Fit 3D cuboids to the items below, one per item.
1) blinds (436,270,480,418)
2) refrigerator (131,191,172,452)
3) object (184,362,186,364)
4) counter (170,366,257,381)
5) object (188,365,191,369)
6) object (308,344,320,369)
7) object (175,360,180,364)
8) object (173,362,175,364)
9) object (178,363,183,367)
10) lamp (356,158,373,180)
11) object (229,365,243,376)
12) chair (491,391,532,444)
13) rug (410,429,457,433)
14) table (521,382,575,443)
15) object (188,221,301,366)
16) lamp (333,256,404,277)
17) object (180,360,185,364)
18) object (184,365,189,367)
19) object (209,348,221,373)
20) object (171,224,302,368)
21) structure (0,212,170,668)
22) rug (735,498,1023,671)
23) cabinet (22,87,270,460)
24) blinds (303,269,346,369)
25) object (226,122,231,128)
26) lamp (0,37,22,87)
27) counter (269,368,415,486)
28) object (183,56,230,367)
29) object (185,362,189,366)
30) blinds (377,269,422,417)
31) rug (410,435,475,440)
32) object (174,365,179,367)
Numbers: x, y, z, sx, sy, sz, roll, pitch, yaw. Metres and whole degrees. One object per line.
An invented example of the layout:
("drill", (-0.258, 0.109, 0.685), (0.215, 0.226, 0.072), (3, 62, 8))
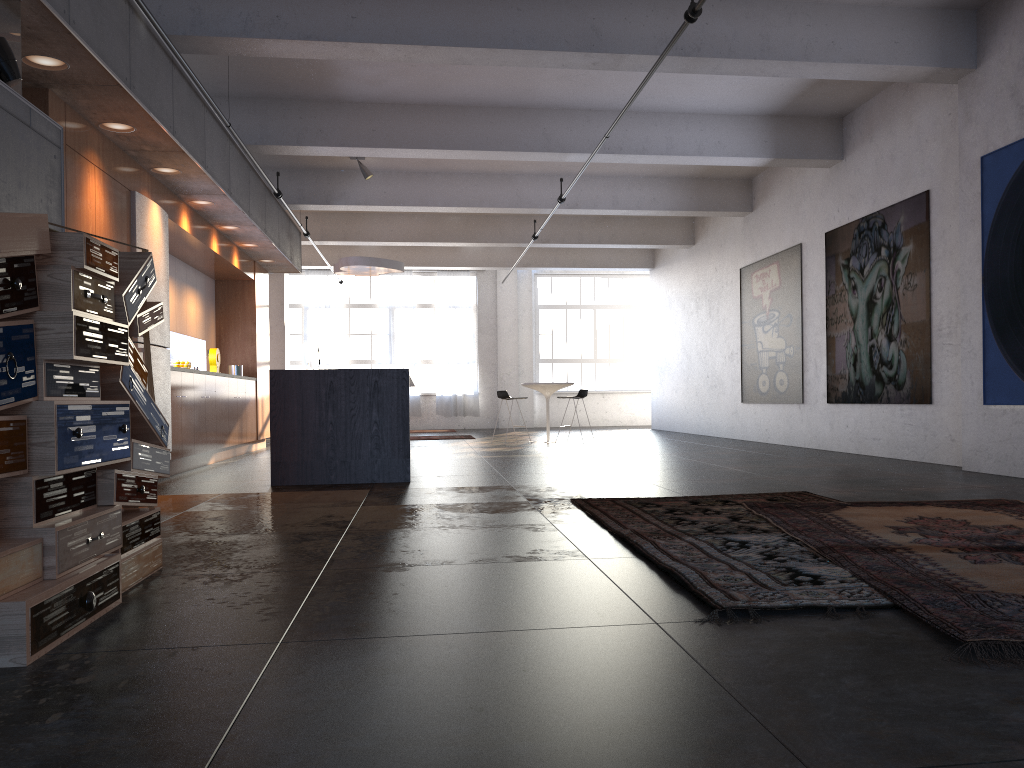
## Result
("blinds", (-1.320, -1.079, 21.096), (1.036, 3.751, 0.340), (-1, 0, -10))
("refrigerator", (-3.188, -0.478, 7.704), (0.221, 2.191, 0.949), (-1, 0, -9))
("object", (-3.850, -0.244, 10.419), (0.063, 0.051, 0.052), (-1, 0, -15))
("counter", (-4.212, -0.098, 10.296), (1.616, 0.039, 4.437), (-1, -1, -6))
("object", (-4.651, -1.374, 4.571), (0.061, 2.210, 11.873), (-1, -1, 8))
("object", (-4.209, 0.126, 18.670), (1.186, 1.919, 1.050), (-1, 0, -7))
("object", (-3.881, -0.248, 10.286), (0.058, 0.060, 0.051), (-1, 0, 28))
("object", (-3.926, -0.233, 10.333), (0.062, 0.053, 0.052), (-1, -1, 41))
("object", (-3.082, -1.346, 7.674), (0.057, 2.190, 5.569), (-1, -1, -17))
("lamp", (-1.959, -2.868, 11.816), (0.225, 0.287, 0.130), (-1, 0, -24))
("object", (-3.839, -0.172, 12.314), (0.186, 0.170, 0.194), (-1, -1, 42))
("chair", (-0.013, 0.550, 13.776), (0.514, 0.895, 0.455), (-1, 0, -30))
("rug", (-2.831, 1.075, 19.855), (3.148, 0.009, 1.804), (-1, -1, -8))
("table", (0.575, 0.459, 14.184), (0.833, 0.951, 0.824), (-1, 0, -7))
("object", (-3.802, -0.242, 10.398), (0.057, 0.060, 0.053), (-1, 0, 16))
("lamp", (-2.266, -1.764, 13.365), (1.057, 0.130, 1.029), (-2, -1, 39))
("object", (-2.869, -1.404, 5.584), (0.059, 2.164, 9.814), (-1, -1, -12))
("object", (-3.218, -1.315, 9.307), (0.054, 2.228, 2.368), (-1, 0, -31))
("object", (-3.910, -0.282, 11.667), (0.100, 0.381, 0.273), (-1, 0, -6))
("object", (-4.786, 0.212, 3.895), (0.946, 1.214, 13.223), (-1, -1, 5))
("structure", (-1.633, 0.110, 2.993), (0.641, 1.315, 1.903), (-1, -1, -6))
("rug", (2.122, 0.700, 3.800), (1.873, 0.048, 3.529), (-1, -1, 3))
("cabinet", (-4.522, -0.525, 9.503), (2.392, 2.562, 8.064), (-1, -1, -6))
("blinds", (-4.375, -1.027, 20.660), (1.038, 3.675, 0.358), (-1, 0, -9))
("object", (-3.868, -0.200, 10.410), (0.052, 0.053, 0.062), (-1, 0, 0))
("lamp", (-2.387, -1.477, 4.091), (0.215, 0.259, 0.168), (-1, 0, -26))
("counter", (-1.764, 0.424, 10.696), (1.148, 0.971, 6.621), (-1, -1, -6))
("object", (-3.828, -0.204, 10.371), (0.050, 0.053, 0.065), (-1, -1, 31))
("object", (-2.990, -1.359, 7.075), (0.054, 2.169, 6.797), (-1, -1, -14))
("blinds", (-2.682, -1.057, 20.895), (1.044, 3.697, 0.336), (-1, 0, -11))
("rug", (-2.154, 0.991, 16.238), (2.900, 0.029, 1.844), (-1, -1, -7))
("object", (-3.900, -0.199, 10.286), (0.054, 0.054, 0.060), (-1, 0, -16))
